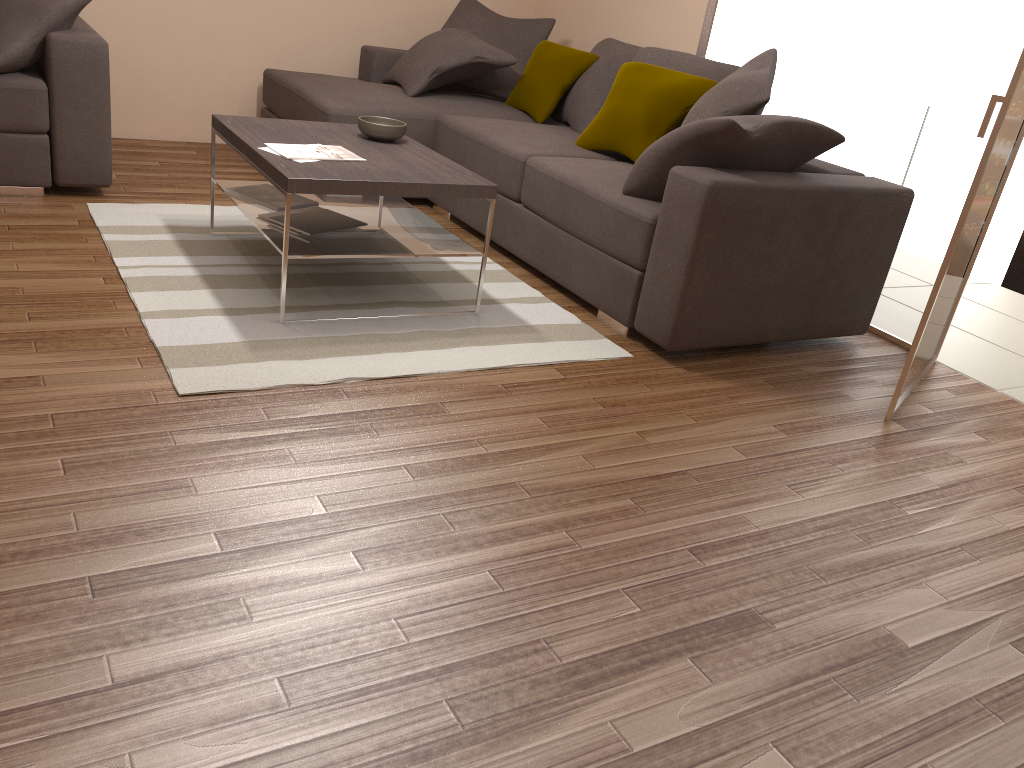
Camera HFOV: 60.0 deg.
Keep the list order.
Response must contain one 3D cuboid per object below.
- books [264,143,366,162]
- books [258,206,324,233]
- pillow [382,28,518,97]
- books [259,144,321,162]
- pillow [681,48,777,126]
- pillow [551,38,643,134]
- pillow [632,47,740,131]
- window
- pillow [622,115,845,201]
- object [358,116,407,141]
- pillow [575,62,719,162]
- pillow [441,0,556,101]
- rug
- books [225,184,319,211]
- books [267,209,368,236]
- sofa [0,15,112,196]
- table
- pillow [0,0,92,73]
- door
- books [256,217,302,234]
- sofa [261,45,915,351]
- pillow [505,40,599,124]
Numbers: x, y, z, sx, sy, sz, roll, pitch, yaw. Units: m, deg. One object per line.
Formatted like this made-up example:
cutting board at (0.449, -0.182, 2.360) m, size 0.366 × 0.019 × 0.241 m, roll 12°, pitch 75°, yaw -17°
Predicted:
books at (-0.787, -0.924, 3.544) m, size 0.332 × 0.010 × 0.241 m, roll -8°, pitch 30°, yaw -35°
books at (-0.847, -0.689, 3.702) m, size 0.241 × 0.008 × 0.332 m, roll 24°, pitch 28°, yaw 28°
pillow at (-0.427, -2.019, 5.595) m, size 0.645 × 0.415 × 0.792 m, roll -3°, pitch 27°, yaw -26°
books at (-0.806, -0.920, 3.545) m, size 0.241 × 0.008 × 0.332 m, roll 23°, pitch 27°, yaw 27°
pillow at (1.015, -1.296, 4.250) m, size 0.399 × 0.635 × 0.811 m, roll 16°, pitch 25°, yaw 12°
pillow at (0.558, -1.824, 5.484) m, size 0.431 × 0.576 × 0.787 m, roll 2°, pitch 25°, yaw -17°
pillow at (0.829, -1.506, 4.849) m, size 0.459 × 0.590 × 0.783 m, roll -9°, pitch 30°, yaw -36°
window at (1.649, -1.665, 4.531) m, size 0.020 × 2.419 × 1.983 m, roll -6°, pitch 29°, yaw -31°
pillow at (0.942, -0.939, 3.788) m, size 0.749 × 0.470 × 0.560 m, roll -8°, pitch 30°, yaw -34°
object at (-0.592, -1.155, 4.033) m, size 0.219 × 0.081 × 0.219 m, roll -3°, pitch 27°, yaw -27°
pillow at (0.691, -1.379, 4.588) m, size 0.382 × 0.492 × 0.658 m, roll -12°, pitch 32°, yaw -40°
pillow at (-0.180, -2.236, 5.893) m, size 0.806 × 0.578 × 0.483 m, roll 14°, pitch 25°, yaw 10°
rug at (-0.784, -0.493, 3.969) m, size 1.791 × 0.024 × 2.122 m, roll -6°, pitch 29°, yaw -31°
books at (-1.061, -0.822, 3.922) m, size 0.332 × 0.026 × 0.241 m, roll 23°, pitch 27°, yaw 27°
books at (-0.798, -0.670, 3.659) m, size 0.241 × 0.008 × 0.332 m, roll 23°, pitch 27°, yaw 27°
sofa at (-3.609, -1.240, 3.614) m, size 3.565 × 0.776 × 1.906 m, roll -6°, pitch 29°, yaw -31°
table at (-0.740, -0.747, 3.862) m, size 0.856 × 0.558 × 1.110 m, roll -6°, pitch 29°, yaw -31°
pillow at (-2.415, -1.748, 4.197) m, size 0.749 × 0.470 × 0.560 m, roll 22°, pitch 27°, yaw 24°
door at (1.905, -1.074, 3.337) m, size 0.060 × 2.419 × 0.967 m, roll 24°, pitch 28°, yaw 28°
books at (-0.853, -0.675, 3.694) m, size 0.241 × 0.013 × 0.332 m, roll 24°, pitch 28°, yaw 28°
sofa at (0.054, -1.199, 4.940) m, size 1.906 × 0.776 × 3.565 m, roll -6°, pitch 29°, yaw -31°
pillow at (0.211, -1.896, 5.604) m, size 0.335 × 0.486 × 0.631 m, roll -4°, pitch 28°, yaw -28°
